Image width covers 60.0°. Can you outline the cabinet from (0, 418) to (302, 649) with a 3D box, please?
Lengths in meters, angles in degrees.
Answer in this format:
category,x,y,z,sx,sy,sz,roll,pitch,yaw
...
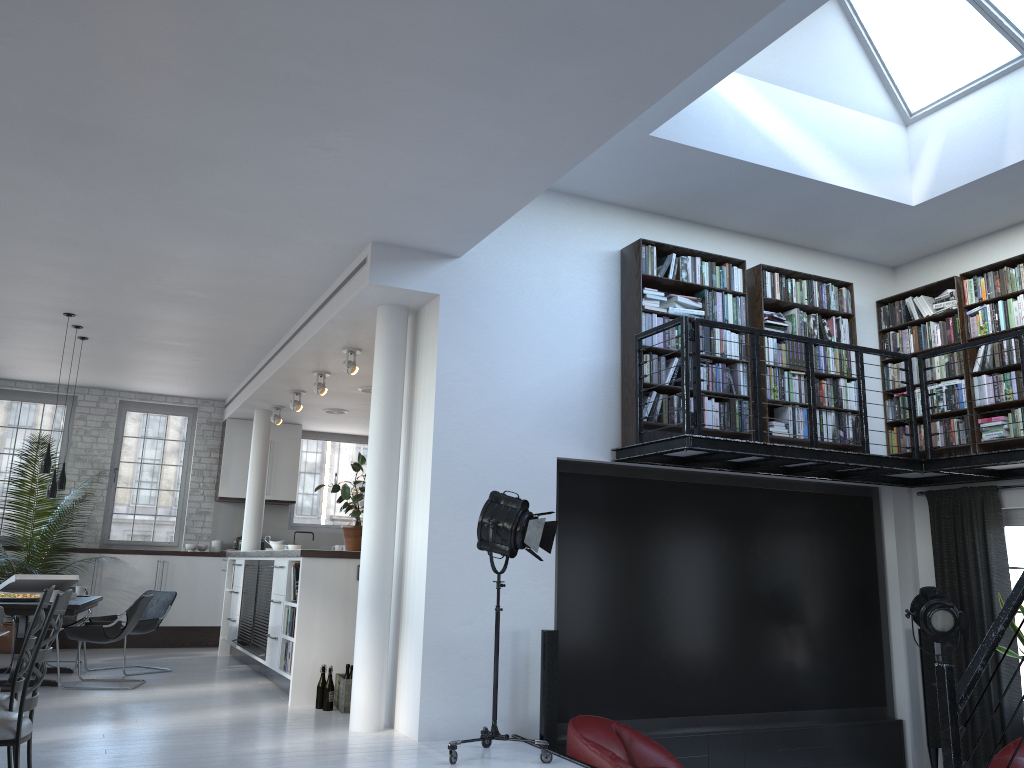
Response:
category,x,y,z,sx,sy,sz,roll,pitch,yaw
cabinet,-2.486,1.457,9.317,7.214,3.028,7.250,7,-13,-24

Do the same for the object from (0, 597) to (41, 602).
category,x,y,z,sx,sy,sz,roll,pitch,yaw
object,-4.335,1.871,7.717,0.531,0.042,0.529,8,-13,-27

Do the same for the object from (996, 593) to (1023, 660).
category,x,y,z,sx,sy,sz,roll,pitch,yaw
object,3.883,2.080,6.778,0.525,0.948,0.549,5,-14,-14

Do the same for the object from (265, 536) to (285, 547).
category,x,y,z,sx,sy,sz,roll,pitch,yaw
object,-2.927,1.965,10.935,0.269,0.175,0.129,1,-13,4

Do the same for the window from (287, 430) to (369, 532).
category,x,y,z,sx,sy,sz,roll,pitch,yaw
window,-2.650,1.462,13.186,1.296,1.472,0.132,8,-15,-24

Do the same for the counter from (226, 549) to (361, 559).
category,x,y,z,sx,sy,sz,roll,pitch,yaw
counter,-1.962,1.813,9.337,1.443,0.062,4.172,7,-13,-25

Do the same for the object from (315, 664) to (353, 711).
category,x,y,z,sx,sy,sz,roll,pitch,yaw
object,-1.245,2.368,6.920,0.556,0.327,0.286,1,-13,2

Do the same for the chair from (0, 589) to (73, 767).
category,x,y,z,sx,sy,sz,roll,pitch,yaw
chair,-2.127,1.325,3.578,0.502,0.973,0.492,6,-14,-19

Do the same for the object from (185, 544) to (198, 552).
category,x,y,z,sx,sy,sz,roll,pitch,yaw
object,-4.248,2.176,11.750,0.156,0.093,0.155,8,-14,-26

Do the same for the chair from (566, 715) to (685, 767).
category,x,y,z,sx,sy,sz,roll,pitch,yaw
chair,0.750,2.470,5.481,0.827,0.717,0.826,-11,-18,43

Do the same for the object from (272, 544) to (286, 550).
category,x,y,z,sx,sy,sz,roll,pitch,yaw
object,-2.707,1.912,10.291,0.156,0.093,0.155,7,-14,-24

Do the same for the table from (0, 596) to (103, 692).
category,x,y,z,sx,sy,sz,roll,pitch,yaw
table,-4.400,2.327,8.088,0.958,0.709,1.903,6,-13,-18

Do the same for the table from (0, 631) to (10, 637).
category,x,y,z,sx,sy,sz,roll,pitch,yaw
table,-2.761,1.439,3.602,0.890,0.703,1.981,6,-13,-20

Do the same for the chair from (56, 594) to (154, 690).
category,x,y,z,sx,sy,sz,roll,pitch,yaw
chair,-3.608,2.269,7.879,0.664,0.785,0.665,4,-13,-9

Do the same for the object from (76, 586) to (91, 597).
category,x,y,z,sx,sy,sz,roll,pitch,yaw
object,-4.369,2.096,8.960,0.204,0.099,0.174,6,-13,-19

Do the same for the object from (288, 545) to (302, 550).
category,x,y,z,sx,sy,sz,roll,pitch,yaw
object,-2.528,1.918,10.291,0.156,0.093,0.155,4,-13,-10

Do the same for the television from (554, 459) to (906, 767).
category,x,y,z,sx,sy,sz,roll,pitch,yaw
television,1.771,1.929,7.003,3.346,2.449,0.116,7,-15,-24

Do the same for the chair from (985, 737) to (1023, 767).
category,x,y,z,sx,sy,sz,roll,pitch,yaw
chair,3.660,2.665,6.015,0.829,0.717,0.824,-5,-14,26

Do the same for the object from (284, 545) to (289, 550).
category,x,y,z,sx,sy,sz,roll,pitch,yaw
object,-2.603,1.948,10.447,0.156,0.093,0.156,11,-16,-38

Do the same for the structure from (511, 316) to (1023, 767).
category,x,y,z,sx,sy,sz,roll,pitch,yaw
structure,2.473,1.036,4.922,4.607,3.384,4.458,7,-14,-24

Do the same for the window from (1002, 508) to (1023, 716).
category,x,y,z,sx,sy,sz,roll,pitch,yaw
window,4.234,1.744,6.732,0.133,1.619,1.159,8,-15,-24

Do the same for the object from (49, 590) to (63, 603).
category,x,y,z,sx,sy,sz,roll,pitch,yaw
object,-3.936,1.834,7.641,0.175,0.098,0.300,10,-15,-34

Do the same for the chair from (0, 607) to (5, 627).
category,x,y,z,sx,sy,sz,roll,pitch,yaw
chair,-1.646,1.053,2.210,0.503,0.973,0.492,6,-14,-17

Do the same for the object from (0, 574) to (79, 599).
category,x,y,z,sx,sy,sz,roll,pitch,yaw
object,-4.541,1.928,8.465,0.585,0.218,0.588,-10,-17,43

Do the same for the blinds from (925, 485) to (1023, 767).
category,x,y,z,sx,sy,sz,roll,pitch,yaw
blinds,4.126,1.882,6.411,0.125,2.406,2.491,8,-14,-24

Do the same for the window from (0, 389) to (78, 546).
category,x,y,z,sx,sy,sz,roll,pitch,yaw
window,-6.345,1.084,11.495,1.031,2.009,0.132,8,-15,-24

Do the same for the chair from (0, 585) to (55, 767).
category,x,y,z,sx,sy,sz,roll,pitch,yaw
chair,-2.437,1.413,4.041,0.502,0.973,0.493,8,-15,-24

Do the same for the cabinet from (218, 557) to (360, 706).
category,x,y,z,sx,sy,sz,roll,pitch,yaw
cabinet,-1.975,2.388,9.186,1.497,1.181,4.141,7,-13,-24

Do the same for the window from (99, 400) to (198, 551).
category,x,y,z,sx,sy,sz,roll,pitch,yaw
window,-6.451,1.768,16.358,8.119,6.126,9.084,7,-14,-24

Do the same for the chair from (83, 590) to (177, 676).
category,x,y,z,sx,sy,sz,roll,pitch,yaw
chair,-3.807,2.472,8.878,0.669,0.785,0.660,-6,-15,29

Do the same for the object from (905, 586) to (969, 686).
category,x,y,z,sx,sy,sz,roll,pitch,yaw
object,4.024,2.210,5.943,0.750,1.592,2.893,13,-17,-40

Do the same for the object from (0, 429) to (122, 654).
category,x,y,z,sx,sy,sz,roll,pitch,yaw
object,-5.872,1.808,10.372,1.920,2.646,2.381,-4,-14,22

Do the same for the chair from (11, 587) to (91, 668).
category,x,y,z,sx,sy,sz,roll,pitch,yaw
chair,-4.738,2.503,9.150,0.670,0.785,0.659,6,-14,-19

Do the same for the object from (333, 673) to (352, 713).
category,x,y,z,sx,sy,sz,roll,pitch,yaw
object,-1.135,2.418,6.960,0.454,0.250,0.387,6,-13,-19
